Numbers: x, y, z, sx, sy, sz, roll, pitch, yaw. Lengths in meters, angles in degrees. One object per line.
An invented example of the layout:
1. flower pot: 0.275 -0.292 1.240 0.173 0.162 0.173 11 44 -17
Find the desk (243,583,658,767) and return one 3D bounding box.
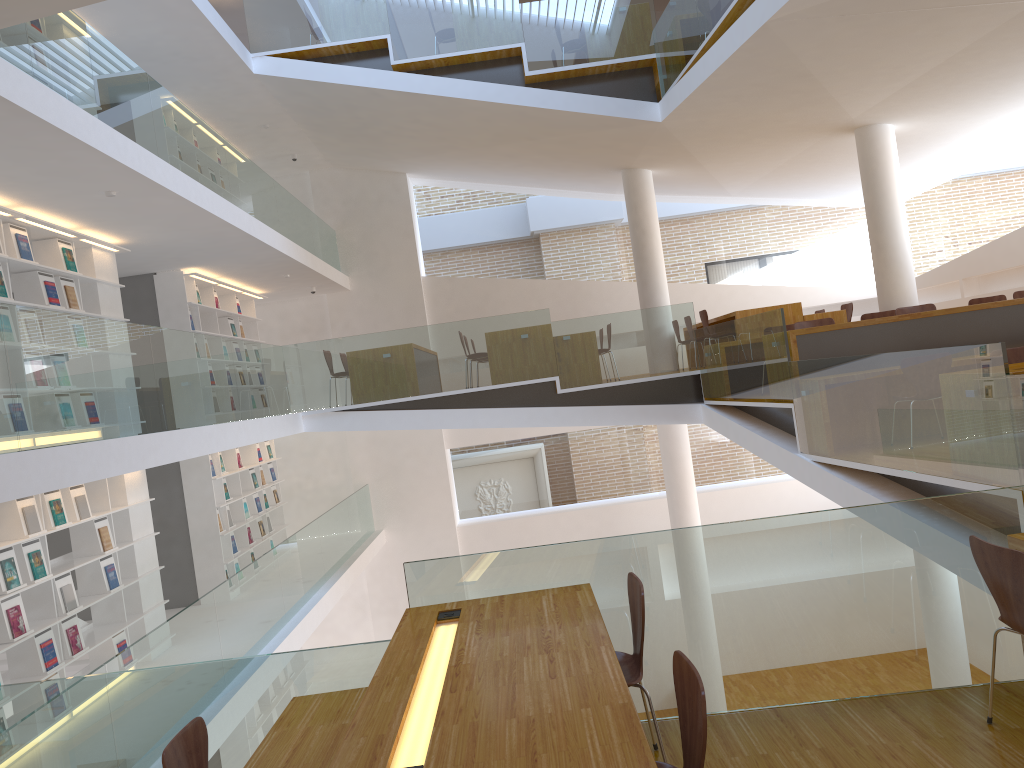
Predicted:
1. desk: -0.261 1.360 2.065 1.285 0.918 3.236 -8 0 0

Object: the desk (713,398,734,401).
1. desk: 3.865 -0.359 9.543 3.356 0.606 0.760 -8 0 0

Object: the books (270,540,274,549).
1. books: -3.353 2.295 12.403 0.037 0.210 0.145 -8 0 0

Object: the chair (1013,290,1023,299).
1. chair: 4.966 -0.555 8.210 0.428 0.693 0.381 -8 0 0

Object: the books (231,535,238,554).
1. books: -3.407 1.964 10.846 0.037 0.210 0.145 -8 0 0

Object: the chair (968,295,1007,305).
1. chair: 4.873 -0.543 9.173 0.428 0.693 0.381 -8 0 0

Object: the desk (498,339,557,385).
1. desk: 0.366 -0.296 11.663 1.248 0.757 3.196 -8 0 0

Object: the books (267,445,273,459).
1. books: -3.536 0.996 12.953 0.037 0.210 0.145 -8 0 0

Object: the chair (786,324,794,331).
1. chair: 2.803 -0.253 9.145 0.428 0.693 0.381 -8 0 0

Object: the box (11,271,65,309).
1. box: -3.847 -0.748 7.209 0.274 0.296 0.245 -8 0 0

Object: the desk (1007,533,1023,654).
1. desk: 2.339 0.838 1.863 0.760 0.606 3.185 -8 0 0

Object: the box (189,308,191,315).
1. box: -3.895 -0.742 10.443 0.274 0.296 0.245 -8 0 0

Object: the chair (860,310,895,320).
1. chair: 3.765 -0.387 9.140 0.428 0.693 0.381 -8 0 0

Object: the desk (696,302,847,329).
1. desk: 3.228 -0.543 11.714 1.247 0.762 3.194 -8 0 0

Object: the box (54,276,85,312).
1. box: -3.846 -0.745 7.549 0.274 0.296 0.245 -8 0 0

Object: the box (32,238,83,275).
1. box: -3.891 -1.071 7.597 0.274 0.296 0.245 -8 0 0

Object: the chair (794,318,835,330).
1. chair: 2.909 -0.267 8.258 0.428 0.693 0.381 -8 0 0

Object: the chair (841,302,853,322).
1. chair: 4.004 -0.625 10.928 0.381 0.693 0.428 -8 0 0

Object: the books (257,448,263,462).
1. books: -3.538 1.002 12.416 0.037 0.210 0.145 -8 0 0

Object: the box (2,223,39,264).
1. box: -3.894 -1.070 6.886 0.274 0.296 0.245 -8 0 0

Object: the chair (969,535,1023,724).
1. chair: 1.854 0.856 2.996 0.381 0.693 0.428 -8 0 0

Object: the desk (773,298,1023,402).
1. desk: 3.971 -0.162 7.511 3.216 1.022 1.248 -8 0 0

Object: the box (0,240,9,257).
1. box: -3.896 -1.069 6.468 0.274 0.296 0.245 -8 0 0

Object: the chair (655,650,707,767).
1. chair: 0.317 1.073 2.197 0.381 0.693 0.428 -8 0 0

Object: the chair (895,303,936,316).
1. chair: 3.871 -0.401 8.254 0.428 0.693 0.381 -8 0 0

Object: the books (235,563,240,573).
1. books: -3.359 2.305 10.869 0.037 0.210 0.145 -8 0 0

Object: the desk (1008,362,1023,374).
1. desk: 4.226 0.105 4.542 3.243 0.785 1.527 -8 0 0

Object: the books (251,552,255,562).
1. books: -3.358 2.295 11.505 0.037 0.210 0.145 -8 0 0

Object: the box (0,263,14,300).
1. box: -3.850 -0.744 6.462 0.274 0.296 0.245 -8 0 0

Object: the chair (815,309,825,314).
1. chair: 4.009 -0.627 11.899 0.381 0.693 0.428 -8 0 0

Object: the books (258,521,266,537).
1. books: -3.401 1.969 12.071 0.037 0.210 0.145 -8 0 0

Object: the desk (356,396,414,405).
1. desk: -1.460 -0.116 11.673 0.760 0.606 3.194 -8 0 0

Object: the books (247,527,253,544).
1. books: -3.407 1.967 11.508 0.037 0.210 0.145 -8 0 0

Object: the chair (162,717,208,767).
1. chair: -0.966 1.569 3.174 0.381 0.693 0.428 -8 0 0

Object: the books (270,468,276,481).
1. books: -3.486 1.329 12.954 0.037 0.210 0.145 -8 0 0

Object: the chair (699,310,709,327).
1. chair: 2.487 -0.557 10.582 0.381 0.693 0.428 -8 0 0

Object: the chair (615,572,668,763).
1. chair: 0.321 1.071 3.168 0.381 0.693 0.428 -8 0 0

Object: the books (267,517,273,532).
1. books: -3.399 1.969 12.403 0.037 0.210 0.145 -8 0 0

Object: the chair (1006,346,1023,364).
1. chair: 3.309 0.103 5.514 0.428 0.693 0.381 -8 0 0

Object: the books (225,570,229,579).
1. books: -3.361 2.303 10.437 0.037 0.210 0.145 -8 0 0

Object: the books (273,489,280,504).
1. books: -3.441 1.651 12.957 0.037 0.210 0.145 -8 0 0
